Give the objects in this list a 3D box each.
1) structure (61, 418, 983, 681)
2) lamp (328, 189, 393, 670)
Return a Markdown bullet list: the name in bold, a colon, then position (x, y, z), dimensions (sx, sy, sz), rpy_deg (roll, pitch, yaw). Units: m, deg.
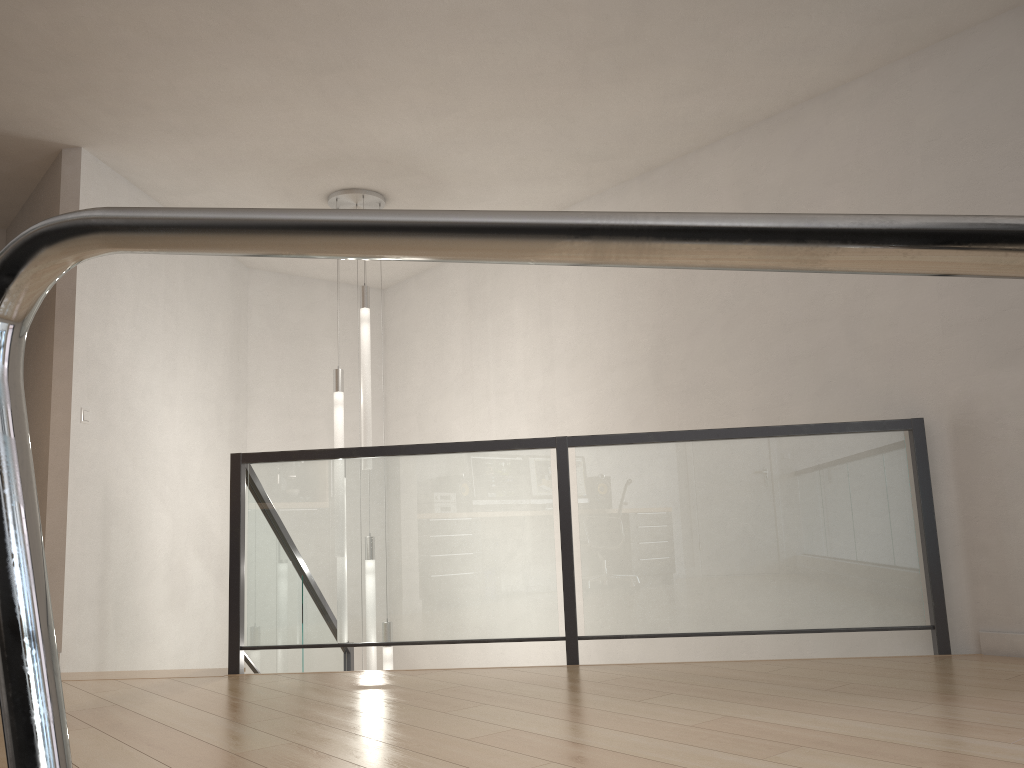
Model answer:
- **structure**: position (0.066, 2.611, 5.039), dimensions (4.190, 4.339, 2.823), rpy_deg (-3, -9, 5)
- **lamp**: position (-0.950, -0.322, 5.487), dimensions (0.359, 6.725, 0.359), rpy_deg (-2, -9, -3)
